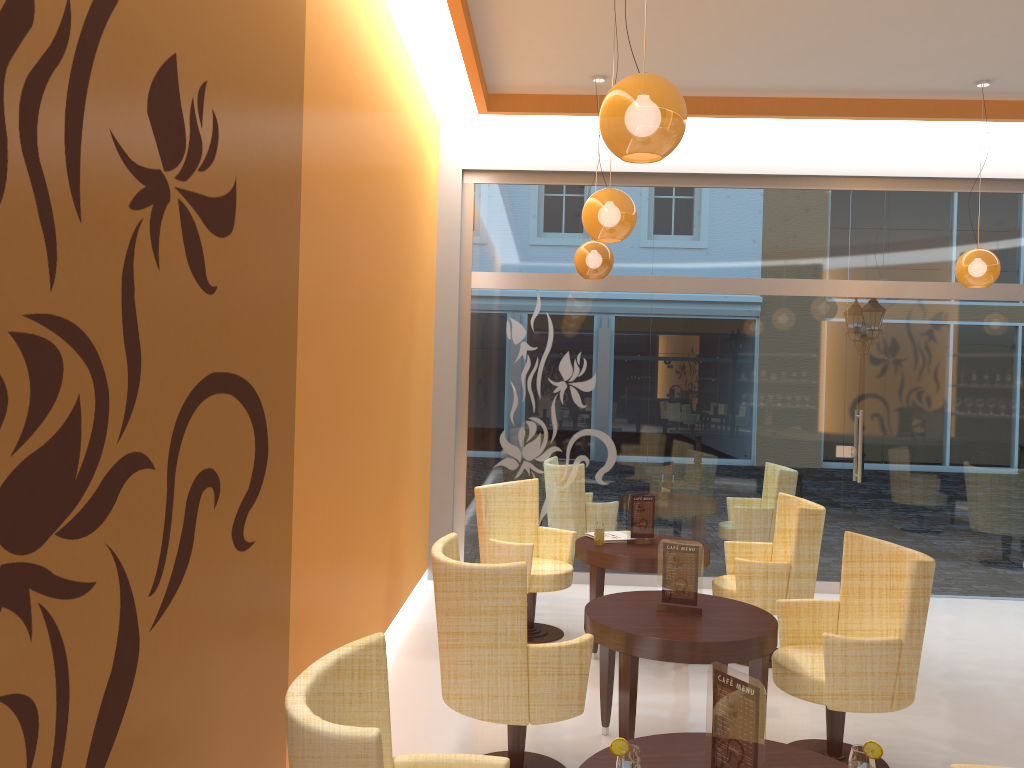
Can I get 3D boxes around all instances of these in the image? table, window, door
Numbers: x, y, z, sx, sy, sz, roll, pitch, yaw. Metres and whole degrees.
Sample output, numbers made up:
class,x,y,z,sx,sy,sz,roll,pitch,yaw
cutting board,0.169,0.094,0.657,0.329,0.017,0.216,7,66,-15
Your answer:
class,x,y,z,sx,sy,sz,roll,pitch,yaw
table,0.840,1.386,5.796,0.874,0.679,0.872,1,0,-41
table,0.573,1.402,2.261,0.872,0.679,0.874,2,0,34
window,3.626,0.042,7.435,8.200,3.380,0.040,2,0,3
door,3.612,0.542,7.438,1.640,2.499,0.020,2,0,3
table,0.761,1.395,4.086,0.872,0.679,0.874,2,0,39

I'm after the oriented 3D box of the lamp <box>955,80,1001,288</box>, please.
class,x,y,z,sx,sy,sz,roll,pitch,yaw
lamp,3.424,-1.458,6.487,0.299,1.500,0.299,1,0,-23

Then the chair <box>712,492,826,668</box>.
class,x,y,z,sx,sy,sz,roll,pitch,yaw
chair,1.633,1.240,5.683,0.685,1.017,0.729,2,0,6

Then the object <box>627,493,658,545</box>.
class,x,y,z,sx,sy,sz,roll,pitch,yaw
object,0.854,0.880,5.793,0.209,0.335,0.042,2,0,-14

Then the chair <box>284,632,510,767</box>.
class,x,y,z,sx,sy,sz,roll,pitch,yaw
chair,-0.213,1.211,2.165,0.685,1.017,0.729,2,0,-9

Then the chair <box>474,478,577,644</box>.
class,x,y,z,sx,sy,sz,roll,pitch,yaw
chair,0.086,1.194,6.086,0.685,1.017,0.729,2,0,35

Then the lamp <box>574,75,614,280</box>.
class,x,y,z,sx,sy,sz,roll,pitch,yaw
lamp,0.629,-1.537,6.615,0.299,1.500,0.299,2,0,3

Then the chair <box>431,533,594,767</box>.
class,x,y,z,sx,sy,sz,roll,pitch,yaw
chair,-0.016,1.206,3.864,0.685,1.017,0.729,1,0,-29

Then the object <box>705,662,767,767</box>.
class,x,y,z,sx,sy,sz,roll,pitch,yaw
object,0.552,0.900,1.303,0.187,0.335,2.090,2,0,-1

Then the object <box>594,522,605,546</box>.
class,x,y,z,sx,sy,sz,roll,pitch,yaw
object,0.562,0.966,5.709,0.067,0.148,0.067,2,0,27

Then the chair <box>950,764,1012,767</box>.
class,x,y,z,sx,sy,sz,roll,pitch,yaw
chair,1.386,1.256,2.176,0.685,1.017,0.729,2,0,20

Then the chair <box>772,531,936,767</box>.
class,x,y,z,sx,sy,sz,roll,pitch,yaw
chair,1.561,1.248,4.124,0.685,1.017,0.729,2,0,0

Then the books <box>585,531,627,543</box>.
class,x,y,z,sx,sy,sz,roll,pitch,yaw
books,0.706,1.028,5.973,0.339,0.028,0.273,1,0,-22

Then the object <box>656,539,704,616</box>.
class,x,y,z,sx,sy,sz,roll,pitch,yaw
object,0.776,0.888,4.092,0.209,0.335,0.042,2,0,21

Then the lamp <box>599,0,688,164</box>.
class,x,y,z,sx,sy,sz,roll,pitch,yaw
lamp,0.463,-1.518,3.019,0.299,1.500,0.299,2,0,28

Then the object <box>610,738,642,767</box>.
class,x,y,z,sx,sy,sz,roll,pitch,yaw
object,0.290,0.969,2.211,0.072,0.171,0.067,1,0,-40

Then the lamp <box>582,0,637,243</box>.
class,x,y,z,sx,sy,sz,roll,pitch,yaw
lamp,0.546,-1.527,4.817,0.299,1.500,0.299,2,0,3

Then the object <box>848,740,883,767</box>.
class,x,y,z,sx,sy,sz,roll,pitch,yaw
object,0.888,0.986,2.248,0.072,0.171,0.067,2,0,-15
